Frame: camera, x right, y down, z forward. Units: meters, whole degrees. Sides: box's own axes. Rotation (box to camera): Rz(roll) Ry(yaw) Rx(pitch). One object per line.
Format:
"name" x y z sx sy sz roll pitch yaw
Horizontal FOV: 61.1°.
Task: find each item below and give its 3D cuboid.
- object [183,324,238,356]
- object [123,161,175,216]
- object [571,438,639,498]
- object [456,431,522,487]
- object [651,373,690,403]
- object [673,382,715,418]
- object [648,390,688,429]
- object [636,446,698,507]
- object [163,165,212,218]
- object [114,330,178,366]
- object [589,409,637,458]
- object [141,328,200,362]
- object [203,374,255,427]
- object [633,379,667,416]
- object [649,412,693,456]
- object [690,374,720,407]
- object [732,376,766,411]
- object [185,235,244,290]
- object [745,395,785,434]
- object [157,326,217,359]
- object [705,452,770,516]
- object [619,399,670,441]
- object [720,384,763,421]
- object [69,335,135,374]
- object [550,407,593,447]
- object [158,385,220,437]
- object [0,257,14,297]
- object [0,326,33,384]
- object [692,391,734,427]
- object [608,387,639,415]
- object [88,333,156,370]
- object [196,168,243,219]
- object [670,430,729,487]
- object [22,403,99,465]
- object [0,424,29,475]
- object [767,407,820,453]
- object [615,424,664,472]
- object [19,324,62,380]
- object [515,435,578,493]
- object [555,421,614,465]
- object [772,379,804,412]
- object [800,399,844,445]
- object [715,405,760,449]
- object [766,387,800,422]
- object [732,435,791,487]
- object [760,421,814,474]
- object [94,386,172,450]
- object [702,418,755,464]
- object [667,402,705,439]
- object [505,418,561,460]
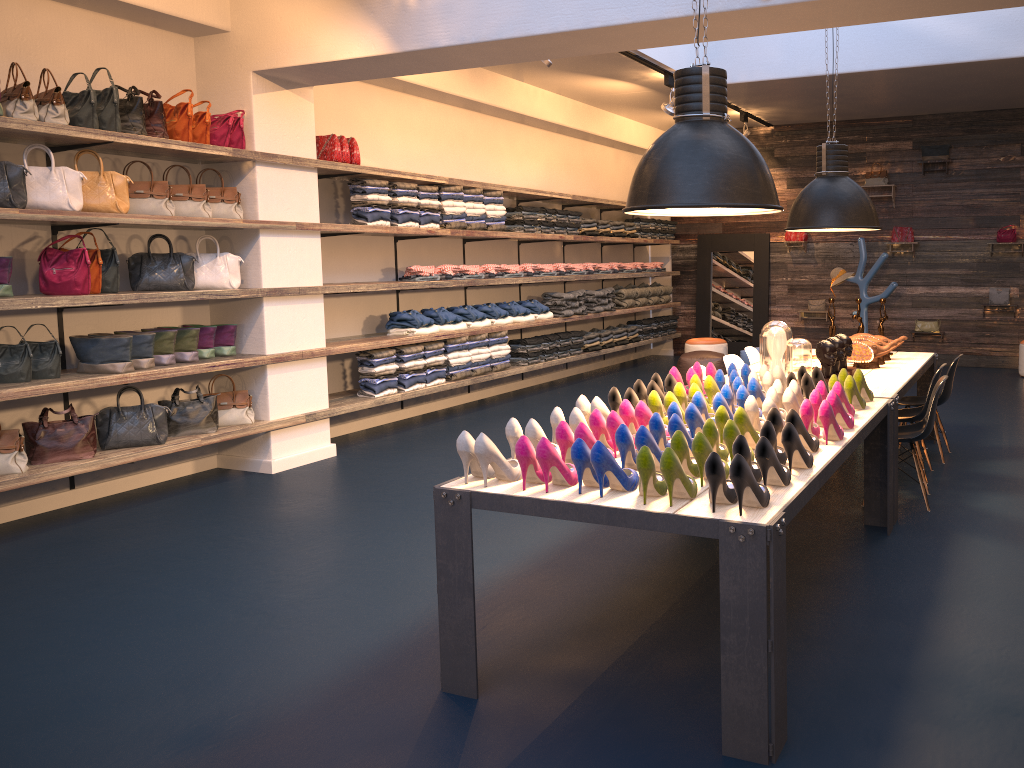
"object" -2.164 -0.311 6.233 0.409 0.234 0.182 0 6 7
"object" -2.387 -1.252 5.577 0.407 0.365 0.168 -4 6 -23
"object" 0.317 0.269 2.985 0.186 0.194 0.262 4 8 36
"object" -0.077 0.252 3.130 0.187 0.194 0.262 3 8 34
"object" 0.846 0.027 4.665 0.188 0.194 0.260 3 7 29
"object" 0.901 0.077 4.313 0.188 0.194 0.260 3 7 29
"object" 0.735 0.115 4.051 0.188 0.194 0.260 3 7 29
"object" 0.504 0.284 2.871 0.191 0.194 0.257 2 7 22
"object" -2.235 -1.289 5.834 0.407 0.365 0.168 -4 6 -23
"object" -2.395 -0.232 5.687 0.417 0.234 0.179 -1 6 0
"object" 0.427 0.187 3.560 0.187 0.194 0.261 3 8 33
"object" -2.305 -0.258 5.868 0.411 0.234 0.181 0 6 5
"object" -2.049 0.113 6.177 0.407 0.365 0.168 -4 6 -23
"object" 0.727 0.064 4.413 0.186 0.194 0.262 4 8 36
"object" 0.646 0.197 3.476 0.189 0.194 0.259 2 7 26
"object" 1.042 0.036 4.592 0.187 0.194 0.261 3 8 32
"object" 1.237 0.048 4.499 0.188 0.194 0.260 3 7 29
"object" -2.110 -0.852 6.081 0.450 0.384 0.182 -3 6 -20
"object" 1.135 0.135 3.885 0.188 0.194 0.260 3 7 29
"object" -2.261 -0.285 6.052 0.417 0.234 0.179 -1 6 0
"object" 0.712 0.297 2.768 0.188 0.194 0.260 3 7 29
"object" 0.580 0.152 3.797 0.186 0.194 0.262 4 8 36
"object" 1.111 0.087 4.232 0.188 0.194 0.260 3 7 29
"object" -2.503 -0.181 5.316 0.409 0.230 0.182 0 6 7
"object" 0.254 0.178 3.636 0.194 0.194 0.253 1 7 16
"object" -2.163 0.175 5.837 0.400 0.337 0.204 -4 6 -22
"object" -3.002 -0.598 4.892 0.408 0.234 0.183 0 6 8
"object" -2.841 -0.162 4.892 0.248 0.327 0.103 -3 5 -18
"object" 0.943 0.120 4.005 0.194 0.194 0.260 2 7 28
"object" 0.561 0.100 4.170 0.190 0.194 0.258 2 7 24
"object" -2.458 -0.208 5.499 0.420 0.230 0.178 -1 6 -2
"object" -2.096 -1.323 6.067 0.407 0.365 0.168 -4 6 -23
"object" 0.668 0.248 3.114 0.188 0.194 0.260 3 7 29
"object" -2.635 0.285 5.080 0.402 0.337 0.203 -4 6 -26
"object" -2.894 0.320 4.759 0.407 0.365 0.168 -4 6 -23
"object" 1.147 0.181 3.562 0.186 0.194 0.262 4 8 37
"object" 0.489 0.231 3.244 0.188 0.194 0.260 3 7 29
"object" -2.754 -0.185 5.044 0.248 0.327 0.103 -3 5 -18
"object" 0.121 0.262 3.050 0.189 0.194 0.259 2 7 26
"object" 0.275 0.223 3.314 0.188 0.194 0.260 3 7 29
"object" 1.402 0.061 4.395 0.190 0.194 0.258 2 7 25
"object" 1.336 0.149 3.776 0.190 0.194 0.258 2 7 25
"object" 0.942 0.174 3.622 0.188 0.194 0.260 3 7 29
"object" 1.302 0.099 4.136 0.188 0.194 0.260 3 7 29
"object" 0.863 0.259 3.028 0.188 0.194 0.260 3 7 29
"object" 1.029 0.222 3.280 0.188 0.194 0.260 3 7 29
"object" -2.387 0.200 5.476 0.458 0.384 0.179 -4 6 -29
"object" 0.825 0.215 3.343 0.190 0.194 0.258 2 7 24
"object" 0.766 0.161 3.727 0.188 0.194 0.260 3 7 29
"object" 0.079 0.214 3.392 0.192 0.194 0.256 1 7 21
